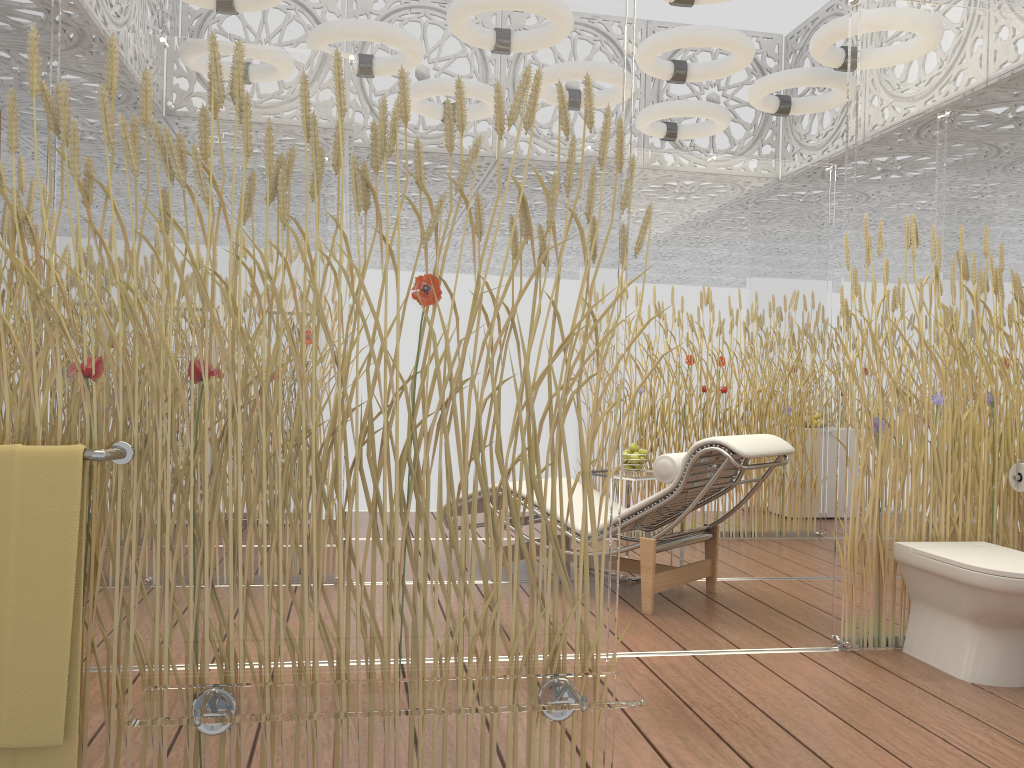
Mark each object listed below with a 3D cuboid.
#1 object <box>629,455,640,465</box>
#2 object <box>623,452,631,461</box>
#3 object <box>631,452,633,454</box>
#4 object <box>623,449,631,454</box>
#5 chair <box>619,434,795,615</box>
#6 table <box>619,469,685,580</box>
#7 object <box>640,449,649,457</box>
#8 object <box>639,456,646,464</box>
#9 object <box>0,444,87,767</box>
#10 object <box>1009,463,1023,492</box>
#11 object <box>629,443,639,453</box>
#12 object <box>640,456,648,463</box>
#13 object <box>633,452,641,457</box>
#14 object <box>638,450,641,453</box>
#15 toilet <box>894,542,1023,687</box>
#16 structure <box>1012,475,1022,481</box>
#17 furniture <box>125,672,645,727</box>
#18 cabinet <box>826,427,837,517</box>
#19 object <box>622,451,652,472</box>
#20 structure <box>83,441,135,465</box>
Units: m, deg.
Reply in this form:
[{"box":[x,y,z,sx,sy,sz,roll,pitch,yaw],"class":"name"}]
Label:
[{"box":[0.658,0.407,4.765,0.058,0.058,0.058,2,0,-43],"class":"object"},{"box":[0.616,0.388,4.769,0.047,0.048,0.047,2,0,42],"class":"object"},{"box":[0.638,0.396,4.867,0.054,0.048,0.055,2,0,-17],"class":"object"},{"box":[0.626,0.376,4.811,0.044,0.043,0.040,2,0,4],"class":"object"},{"box":[0.463,0.620,4.492,1.787,0.811,0.635,2,0,40],"class":"chair"},{"box":[0.652,0.751,4.884,0.420,0.535,0.420,2,0,-40],"class":"table"},{"box":[0.714,0.373,4.788,0.047,0.045,0.047,2,0,-10],"class":"object"},{"box":[0.699,0.410,4.773,0.039,0.040,0.040,2,0,-19],"class":"object"},{"box":[-0.984,0.443,1.712,0.283,0.656,0.042,2,0,-10],"class":"object"},{"box":[2.080,0.373,3.535,0.131,0.115,0.115,2,0,-10],"class":"object"},{"box":[0.665,0.347,4.823,0.055,0.056,0.055,2,0,-10],"class":"object"},{"box":[0.717,0.407,4.814,0.047,0.045,0.047,2,0,-6],"class":"object"},{"box":[0.675,0.384,4.795,0.040,0.038,0.040,2,0,-39],"class":"object"},{"box":[0.691,0.384,4.849,0.050,0.054,0.055,2,0,-41],"class":"object"},{"box":[1.750,0.847,3.230,0.401,0.437,0.611,2,0,-10],"class":"toilet"},{"box":[2.094,0.374,3.566,0.215,0.047,0.080,2,0,-10],"class":"structure"},{"box":[-0.229,0.620,1.758,0.977,0.014,0.178,2,0,-10],"class":"furniture"},{"box":[2.478,0.715,7.297,0.595,0.712,0.358,2,0,-10],"class":"cabinet"},{"box":[0.658,0.426,4.816,0.206,0.105,0.206,2,0,35],"class":"object"},{"box":[-0.982,0.135,1.738,0.442,0.047,0.078,2,0,-10],"class":"structure"}]
